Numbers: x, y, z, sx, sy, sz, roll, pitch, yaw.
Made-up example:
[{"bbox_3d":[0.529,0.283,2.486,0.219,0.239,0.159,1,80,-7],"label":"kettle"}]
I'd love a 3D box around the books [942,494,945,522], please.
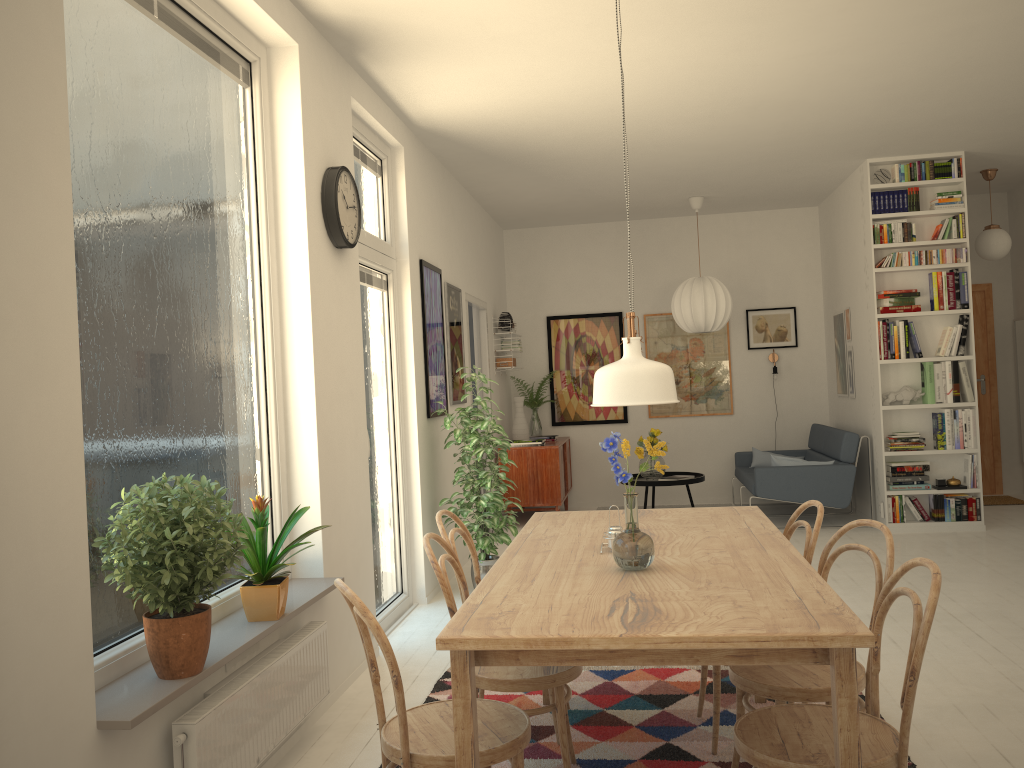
[{"bbox_3d":[3.326,0.950,6.905,0.015,0.214,0.202,-3,0,8],"label":"books"}]

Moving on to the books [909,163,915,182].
[{"bbox_3d":[3.101,-1.634,6.930,0.028,0.147,0.192,-3,0,8],"label":"books"}]

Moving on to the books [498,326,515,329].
[{"bbox_3d":[-0.054,-0.538,8.474,0.155,0.024,0.136,-3,0,1],"label":"books"}]

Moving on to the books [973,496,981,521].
[{"bbox_3d":[3.579,0.957,6.883,0.032,0.176,0.230,-3,0,8],"label":"books"}]

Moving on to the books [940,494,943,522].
[{"bbox_3d":[3.311,0.951,6.902,0.015,0.214,0.202,-3,0,8],"label":"books"}]

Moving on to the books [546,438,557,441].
[{"bbox_3d":[0.244,0.545,8.656,0.371,0.022,0.259,-3,0,8],"label":"books"}]

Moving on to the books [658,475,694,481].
[{"bbox_3d":[1.476,0.851,7.953,0.200,0.031,0.289,-3,0,42],"label":"books"}]

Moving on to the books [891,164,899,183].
[{"bbox_3d":[2.996,-1.630,6.944,0.026,0.149,0.155,-3,0,8],"label":"books"}]

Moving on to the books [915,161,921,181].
[{"bbox_3d":[3.153,-1.642,6.947,0.024,0.156,0.228,-3,0,8],"label":"books"}]

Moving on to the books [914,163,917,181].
[{"bbox_3d":[3.128,-1.637,6.943,0.024,0.148,0.188,-3,0,8],"label":"books"}]

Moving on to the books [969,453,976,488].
[{"bbox_3d":[3.557,0.668,6.876,0.008,0.256,0.184,-3,0,8],"label":"books"}]

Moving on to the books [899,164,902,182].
[{"bbox_3d":[3.018,-1.630,6.958,0.013,0.146,0.208,-3,0,8],"label":"books"}]

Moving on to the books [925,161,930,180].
[{"bbox_3d":[3.219,-1.644,6.940,0.032,0.154,0.212,-3,0,8],"label":"books"}]

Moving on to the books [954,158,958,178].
[{"bbox_3d":[3.420,-1.654,6.905,0.020,0.156,0.229,-3,0,8],"label":"books"}]

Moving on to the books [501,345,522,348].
[{"bbox_3d":[-0.003,-0.368,8.772,0.168,0.021,0.197,-3,0,11],"label":"books"}]

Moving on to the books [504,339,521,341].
[{"bbox_3d":[0.006,-0.432,8.778,0.147,0.016,0.195,-3,0,6],"label":"books"}]

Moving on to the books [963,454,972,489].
[{"bbox_3d":[3.521,0.671,6.887,0.034,0.257,0.209,-3,0,8],"label":"books"}]

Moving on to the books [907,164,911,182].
[{"bbox_3d":[3.081,-1.630,6.952,0.018,0.141,0.206,-3,0,8],"label":"books"}]

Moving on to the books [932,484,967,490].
[{"bbox_3d":[3.375,0.795,6.842,0.214,0.023,0.130,-3,0,8],"label":"books"}]

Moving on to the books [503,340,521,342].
[{"bbox_3d":[0.001,-0.418,8.780,0.153,0.013,0.197,-3,0,11],"label":"books"}]

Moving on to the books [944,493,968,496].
[{"bbox_3d":[3.429,0.859,6.868,0.165,0.006,0.103,-3,0,8],"label":"books"}]

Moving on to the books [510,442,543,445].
[{"bbox_3d":[0.130,0.534,8.048,0.296,0.015,0.240,-3,0,8],"label":"books"}]

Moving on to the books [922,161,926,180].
[{"bbox_3d":[3.197,-1.642,6.932,0.009,0.151,0.208,-3,0,8],"label":"books"}]

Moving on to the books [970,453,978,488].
[{"bbox_3d":[3.563,0.668,6.863,0.007,0.257,0.181,-3,0,8],"label":"books"}]

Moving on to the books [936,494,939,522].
[{"bbox_3d":[3.282,0.952,6.911,0.015,0.214,0.202,-3,0,8],"label":"books"}]

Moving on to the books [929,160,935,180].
[{"bbox_3d":[3.249,-1.645,6.920,0.032,0.152,0.200,-3,0,8],"label":"books"}]

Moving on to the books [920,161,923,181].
[{"bbox_3d":[3.170,-1.643,6.940,0.012,0.158,0.220,-3,0,8],"label":"books"}]

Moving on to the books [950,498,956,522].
[{"bbox_3d":[3.392,0.966,6.898,0.032,0.176,0.222,-3,0,8],"label":"books"}]

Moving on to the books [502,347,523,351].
[{"bbox_3d":[0.005,-0.339,8.779,0.179,0.037,0.190,-3,0,8],"label":"books"}]

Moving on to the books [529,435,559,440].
[{"bbox_3d":[0.258,0.524,8.660,0.368,0.020,0.255,-3,0,11],"label":"books"}]

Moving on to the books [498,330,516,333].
[{"bbox_3d":[-0.049,-0.493,8.478,0.159,0.028,0.147,-3,0,5],"label":"books"}]

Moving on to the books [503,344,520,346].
[{"bbox_3d":[-0.002,-0.383,8.789,0.147,0.012,0.195,-3,0,6],"label":"books"}]

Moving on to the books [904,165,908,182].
[{"bbox_3d":[3.062,-1.625,6.969,0.025,0.131,0.253,-3,0,8],"label":"books"}]

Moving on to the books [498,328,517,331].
[{"bbox_3d":[-0.042,-0.517,8.479,0.158,0.019,0.131,-3,0,10],"label":"books"}]

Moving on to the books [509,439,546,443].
[{"bbox_3d":[0.141,0.519,8.047,0.311,0.015,0.192,-3,0,12],"label":"books"}]

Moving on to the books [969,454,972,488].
[{"bbox_3d":[3.530,0.671,6.887,0.030,0.256,0.198,-3,0,8],"label":"books"}]

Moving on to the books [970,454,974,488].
[{"bbox_3d":[3.535,0.671,6.851,0.033,0.258,0.130,-3,0,8],"label":"books"}]

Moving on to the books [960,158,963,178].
[{"bbox_3d":[3.460,-1.655,6.917,0.014,0.154,0.260,-3,0,8],"label":"books"}]

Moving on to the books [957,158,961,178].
[{"bbox_3d":[3.440,-1.652,6.898,0.021,0.151,0.228,-3,0,8],"label":"books"}]

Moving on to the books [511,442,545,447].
[{"bbox_3d":[0.141,0.550,8.047,0.320,0.020,0.237,-3,0,4],"label":"books"}]

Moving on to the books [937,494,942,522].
[{"bbox_3d":[3.295,0.952,6.896,0.015,0.214,0.202,-3,0,8],"label":"books"}]

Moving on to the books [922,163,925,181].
[{"bbox_3d":[3.184,-1.634,6.927,0.019,0.137,0.201,-3,0,8],"label":"books"}]

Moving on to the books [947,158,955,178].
[{"bbox_3d":[3.393,-1.651,6.870,0.019,0.157,0.150,-3,0,8],"label":"books"}]

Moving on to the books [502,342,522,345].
[{"bbox_3d":[-0.002,-0.400,8.774,0.173,0.023,0.190,-3,0,8],"label":"books"}]

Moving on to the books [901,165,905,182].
[{"bbox_3d":[3.032,-1.626,6.930,0.023,0.137,0.161,-3,0,8],"label":"books"}]

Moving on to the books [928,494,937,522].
[{"bbox_3d":[3.265,0.953,6.906,0.015,0.214,0.202,-3,0,8],"label":"books"}]

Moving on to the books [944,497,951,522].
[{"bbox_3d":[3.357,0.967,6.908,0.044,0.179,0.224,-3,0,8],"label":"books"}]

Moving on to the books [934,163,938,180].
[{"bbox_3d":[3.270,-1.634,6.888,0.017,0.130,0.150,-3,0,8],"label":"books"}]

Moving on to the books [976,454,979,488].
[{"bbox_3d":[3.570,0.668,6.852,0.011,0.256,0.139,-3,0,8],"label":"books"}]

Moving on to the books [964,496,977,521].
[{"bbox_3d":[3.532,0.958,6.871,0.056,0.180,0.202,-3,0,8],"label":"books"}]

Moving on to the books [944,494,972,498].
[{"bbox_3d":[3.445,0.867,6.884,0.193,0.012,0.130,-3,0,8],"label":"books"}]

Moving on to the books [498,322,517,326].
[{"bbox_3d":[-0.044,-0.569,8.467,0.178,0.036,0.145,-3,0,1],"label":"books"}]
